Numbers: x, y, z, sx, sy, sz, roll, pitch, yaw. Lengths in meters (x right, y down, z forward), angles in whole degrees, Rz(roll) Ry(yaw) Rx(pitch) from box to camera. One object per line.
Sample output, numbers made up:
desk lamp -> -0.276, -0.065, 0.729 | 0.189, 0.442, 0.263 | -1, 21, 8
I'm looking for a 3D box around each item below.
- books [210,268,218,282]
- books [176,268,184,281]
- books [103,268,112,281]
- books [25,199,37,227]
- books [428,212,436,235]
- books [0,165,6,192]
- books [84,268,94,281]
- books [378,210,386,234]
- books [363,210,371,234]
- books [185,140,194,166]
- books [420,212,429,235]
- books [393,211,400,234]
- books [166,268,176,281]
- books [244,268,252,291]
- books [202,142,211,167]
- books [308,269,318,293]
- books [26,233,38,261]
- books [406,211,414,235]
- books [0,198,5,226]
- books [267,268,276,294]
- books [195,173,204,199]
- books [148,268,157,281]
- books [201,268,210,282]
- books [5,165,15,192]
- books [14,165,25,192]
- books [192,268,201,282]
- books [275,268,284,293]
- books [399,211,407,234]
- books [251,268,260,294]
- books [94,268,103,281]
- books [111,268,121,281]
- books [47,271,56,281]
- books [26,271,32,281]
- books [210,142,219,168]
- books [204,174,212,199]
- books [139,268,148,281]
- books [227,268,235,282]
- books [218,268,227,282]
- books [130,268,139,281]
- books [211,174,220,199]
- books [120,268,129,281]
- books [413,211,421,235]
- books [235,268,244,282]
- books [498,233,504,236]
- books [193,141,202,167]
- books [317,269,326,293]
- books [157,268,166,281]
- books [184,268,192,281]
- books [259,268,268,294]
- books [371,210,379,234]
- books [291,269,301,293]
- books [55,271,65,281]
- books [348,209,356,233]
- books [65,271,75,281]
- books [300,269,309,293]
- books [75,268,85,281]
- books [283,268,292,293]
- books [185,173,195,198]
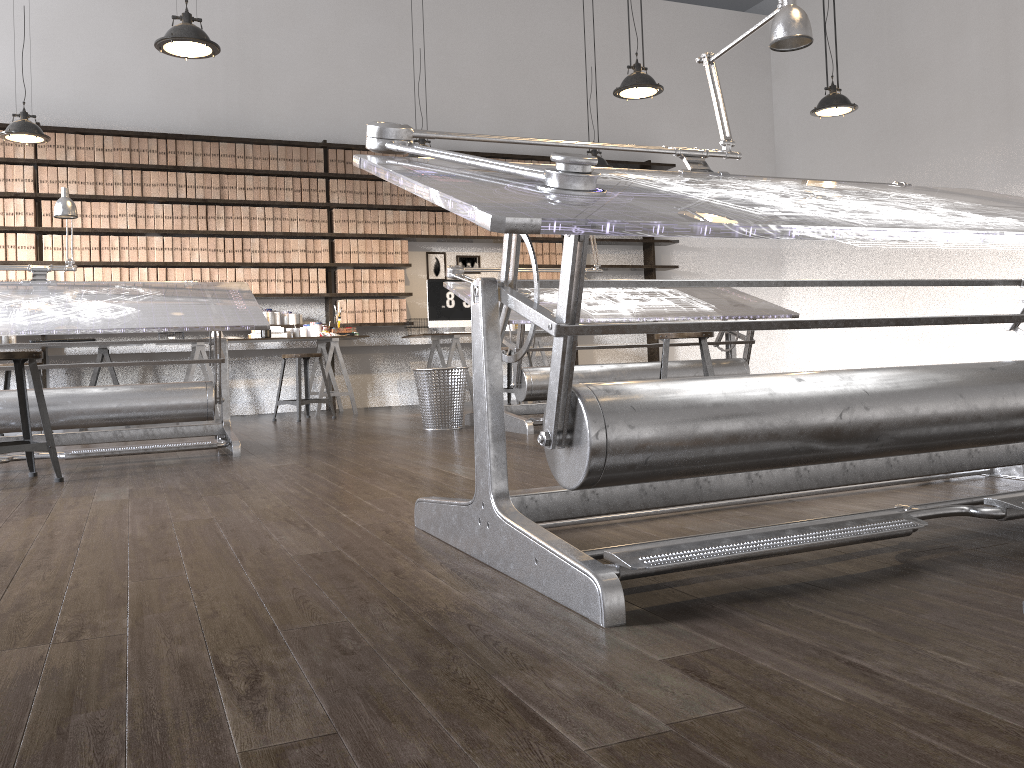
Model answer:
books -> -2.594, -0.885, 7.698 | 0.067, 0.226, 0.174 | -2, 0, -23
books -> -2.847, -0.872, 7.585 | 0.067, 0.226, 0.174 | -2, 0, -23
books -> -3.363, -0.845, 7.363 | 0.067, 0.226, 0.174 | -2, 0, -23
books -> -3.889, -1.367, 7.159 | 0.067, 0.226, 0.174 | -2, 0, -23
books -> -0.795, -1.526, 8.496 | 0.067, 0.226, 0.174 | -2, 0, -23
books -> -4.080, -1.626, 7.081 | 0.067, 0.226, 0.174 | -2, 0, -23
books -> -3.486, -0.839, 7.306 | 0.067, 0.226, 0.174 | -2, 0, -23
books -> -1.236, -1.503, 8.300 | 0.067, 0.226, 0.174 | -2, 0, -23
books -> -1.367, -1.496, 8.250 | 0.067, 0.226, 0.174 | -2, 0, -23
books -> -2.794, -1.970, 7.648 | 0.067, 0.226, 0.174 | -2, 0, -23
books -> -0.859, -1.522, 8.464 | 0.067, 0.226, 0.174 | -2, 0, -23
books -> -1.113, -1.509, 8.357 | 0.067, 0.226, 0.174 | -2, 0, -23
books -> -2.908, -0.869, 7.561 | 0.067, 0.226, 0.174 | -2, 0, -23
books -> -2.340, -0.898, 7.805 | 0.067, 0.226, 0.174 | -2, 0, -23
books -> -2.666, -1.977, 7.711 | 0.067, 0.226, 0.174 | -2, 0, -23
books -> -1.814, -0.925, 8.028 | 0.067, 0.226, 0.174 | -2, 0, -23
books -> -3.873, -1.090, 7.148 | 0.067, 0.226, 0.174 | -2, 0, -23
books -> -0.991, -1.516, 8.411 | 0.067, 0.226, 0.174 | -2, 0, -23
books -> -4.085, -1.357, 7.074 | 0.067, 0.226, 0.174 | -2, 0, -23
books -> -2.152, -0.908, 7.887 | 0.067, 0.226, 0.174 | -2, 0, -23
books -> -2.711, -1.696, 7.676 | 0.067, 0.226, 0.174 | -2, 0, -23
books -> -3.045, -0.862, 7.502 | 0.067, 0.226, 0.174 | -2, 0, -23
books -> -2.656, -0.882, 7.666 | 0.067, 0.226, 0.174 | -2, 0, -23
books -> -4.021, -1.629, 7.112 | 0.067, 0.226, 0.174 | -2, 0, -23
books -> -3.962, -1.632, 7.135 | 0.067, 0.226, 0.174 | -2, 0, -23
books -> -2.721, -0.878, 7.634 | 0.067, 0.226, 0.174 | -2, 0, -23
books -> -2.085, -0.911, 7.911 | 0.067, 0.226, 0.174 | -2, 0, -23
books -> -1.050, -1.512, 8.379 | 0.067, 0.226, 0.174 | -2, 0, -23
books -> -2.277, -0.901, 7.827 | 0.067, 0.226, 0.174 | -2, 0, -23
books -> -3.420, -0.842, 7.336 | 0.067, 0.226, 0.174 | -2, 0, -23
books -> -3.300, -0.848, 7.385 | 0.067, 0.226, 0.174 | -2, 0, -23
books -> -3.744, -0.825, 7.192 | 0.067, 0.226, 0.174 | -2, 0, -23
books -> -3.867, -0.819, 7.141 | 0.067, 0.226, 0.174 | -2, 0, -23
books -> -2.601, -1.980, 7.737 | 0.067, 0.226, 0.174 | -2, 0, -23
books -> -2.654, -1.699, 7.702 | 0.067, 0.226, 0.174 | -2, 0, -23
books -> -3.109, -0.858, 7.469 | 0.067, 0.226, 0.174 | -2, 0, -23
books -> -2.463, -0.892, 7.748 | 0.067, 0.226, 0.174 | -2, 0, -23
books -> -2.529, -0.888, 7.723 | 0.067, 0.226, 0.174 | -2, 0, -23
books -> -3.175, -0.855, 7.445 | 0.067, 0.226, 0.174 | -2, 0, -23
books -> -2.591, -1.702, 7.724 | 0.067, 0.226, 0.174 | -2, 0, -23
books -> -3.240, -0.852, 7.417 | 0.067, 0.226, 0.174 | -2, 0, -23
books -> -0.925, -1.519, 8.439 | 0.067, 0.226, 0.174 | -2, 0, -23
books -> -2.397, -0.895, 7.778 | 0.067, 0.226, 0.174 | -2, 0, -23
books -> -0.143, -1.559, 8.774 | 0.067, 0.226, 0.174 | -2, 0, -23
books -> -2.728, -1.973, 7.680 | 0.067, 0.226, 0.174 | -2, 0, -23
books -> -1.743, -0.929, 8.061 | 0.067, 0.226, 0.174 | -2, 0, -23
books -> -2.974, -0.865, 7.527 | 0.067, 0.226, 0.174 | -2, 0, -23
books -> -2.788, -0.875, 7.606 | 0.067, 0.226, 0.174 | -2, 0, -23
books -> -2.217, -0.904, 7.859 | 0.067, 0.226, 0.174 | -2, 0, -23
books -> -1.302, -1.500, 8.276 | 0.067, 0.226, 0.174 | -2, 0, -23
books -> -1.951, -0.918, 7.969 | 0.067, 0.226, 0.174 | -2, 0, -23
books -> -3.679, -0.829, 7.224 | 0.067, 0.226, 0.174 | -2, 0, -23
books -> -1.494, -1.490, 8.187 | 0.067, 0.226, 0.174 | -2, 0, -23
books -> -3.617, -0.832, 7.255 | 0.067, 0.226, 0.174 | -2, 0, -23
books -> -1.885, -0.921, 8.003 | 0.067, 0.226, 0.174 | -2, 0, -23
books -> -3.552, -0.835, 7.281 | 0.067, 0.226, 0.174 | -2, 0, -23
books -> -2.022, -0.914, 7.944 | 0.067, 0.226, 0.174 | -2, 0, -23
books -> -2.777, -1.693, 7.645 | 0.067, 0.226, 0.174 | -2, 0, -23
